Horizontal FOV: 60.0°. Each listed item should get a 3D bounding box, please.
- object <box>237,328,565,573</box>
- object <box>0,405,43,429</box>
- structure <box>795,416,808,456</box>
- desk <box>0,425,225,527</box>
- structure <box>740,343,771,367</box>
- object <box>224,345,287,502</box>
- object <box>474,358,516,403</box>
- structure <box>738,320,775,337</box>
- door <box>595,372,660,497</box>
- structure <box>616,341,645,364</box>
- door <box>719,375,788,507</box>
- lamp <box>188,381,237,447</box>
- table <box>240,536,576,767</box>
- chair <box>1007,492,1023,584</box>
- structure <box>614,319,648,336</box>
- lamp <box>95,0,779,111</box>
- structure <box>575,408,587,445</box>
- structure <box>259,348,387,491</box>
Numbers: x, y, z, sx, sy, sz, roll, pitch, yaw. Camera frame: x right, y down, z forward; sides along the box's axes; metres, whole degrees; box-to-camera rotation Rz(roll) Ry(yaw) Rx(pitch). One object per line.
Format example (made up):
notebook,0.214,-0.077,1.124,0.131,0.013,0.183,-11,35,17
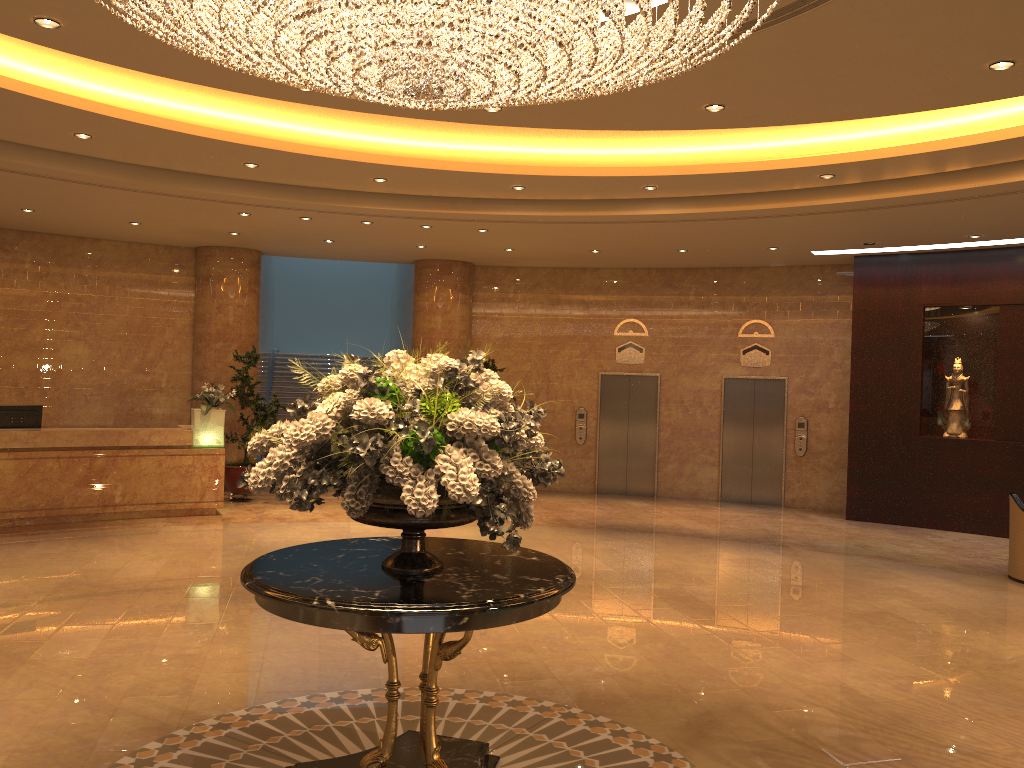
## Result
object,-0.465,0.320,4.001,1.318,0.999,1.277,2,0,18
object,-6.256,0.512,11.175,0.531,0.500,0.430,2,0,-5
structure,4.731,0.858,14.514,0.200,0.661,0.053,2,0,27
desk,-7.621,1.104,7.406,3.466,1.155,12.951,2,0,22
structure,4.081,-0.484,14.857,0.504,0.405,0.012,2,0,23
object,-3.988,0.591,13.574,0.843,2.363,1.250,2,0,-32
object,-0.554,0.692,14.771,1.250,2.363,0.843,2,0,9
structure,4.094,-0.931,14.855,0.600,0.293,0.010,2,0,23
door,2.033,0.878,15.557,1.070,2.145,0.150,2,0,13
structure,2.070,-0.548,15.511,0.504,0.405,0.012,2,0,12
door,4.056,0.944,14.909,1.070,2.149,0.150,2,0,23
lamp,-4.089,0.396,12.133,0.606,0.897,0.532,2,0,-33
table,-0.472,1.363,4.030,1.493,1.089,1.493,2,0,-19
chair,5.667,1.624,9.347,0.769,0.916,0.951,2,0,23
structure,2.083,-0.995,15.509,0.600,0.293,0.010,2,0,12
lamp,-0.385,-1.925,4.074,3.204,1.196,3.206,2,0,25
structure,1.218,0.747,15.647,0.200,0.661,0.053,2,0,9
structure,-3.631,-1.015,18.269,9.849,5.560,7.472,2,0,-12
